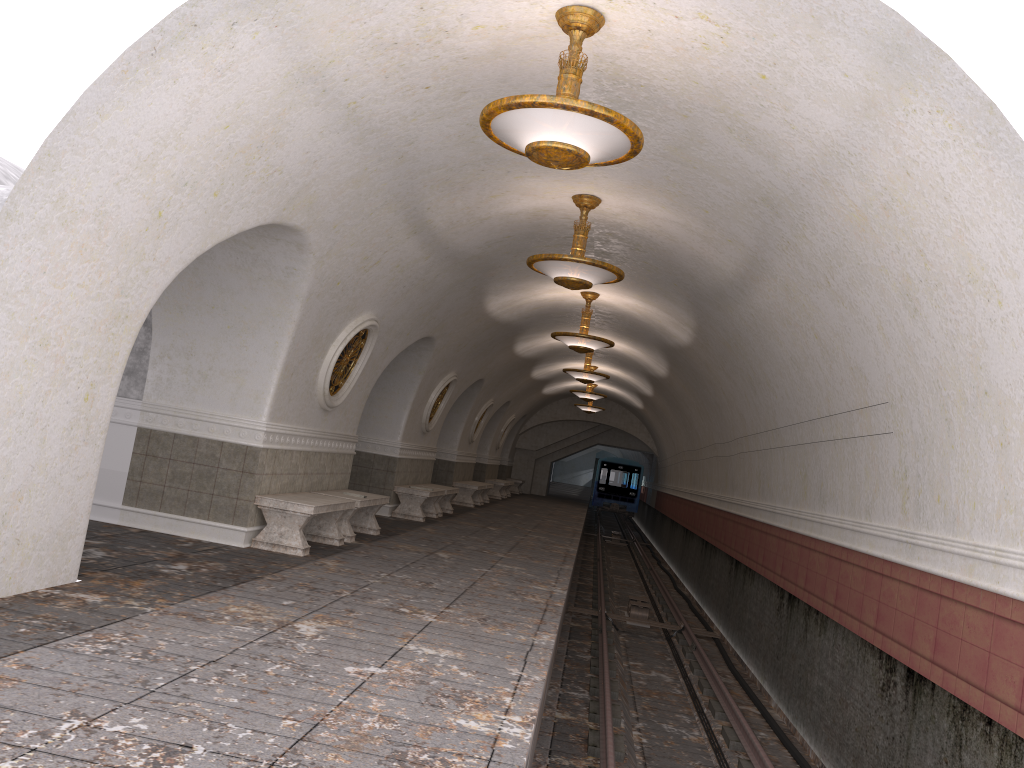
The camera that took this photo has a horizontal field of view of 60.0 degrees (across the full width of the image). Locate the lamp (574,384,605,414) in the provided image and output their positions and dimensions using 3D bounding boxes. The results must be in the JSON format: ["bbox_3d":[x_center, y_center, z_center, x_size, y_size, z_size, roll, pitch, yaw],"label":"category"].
[{"bbox_3d":[2.511,0.482,28.211,1.008,0.955,1.008,13,-6,-38],"label":"lamp"}]

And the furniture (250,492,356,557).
[{"bbox_3d":[-2.182,1.457,9.352,0.613,0.508,1.509,9,-5,6],"label":"furniture"}]

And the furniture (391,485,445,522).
[{"bbox_3d":[-1.616,2.048,15.305,0.613,0.508,1.509,9,-5,6],"label":"furniture"}]

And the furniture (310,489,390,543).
[{"bbox_3d":[-2.024,1.622,11.018,0.613,0.508,1.509,9,-5,6],"label":"furniture"}]

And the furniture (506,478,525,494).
[{"bbox_3d":[0.109,3.847,33.420,0.613,0.508,1.509,9,-5,6],"label":"furniture"}]

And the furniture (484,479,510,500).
[{"bbox_3d":[-0.485,3.227,27.176,0.613,0.508,1.509,9,-5,6],"label":"furniture"}]

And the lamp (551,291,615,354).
[{"bbox_3d":[1.145,-0.943,13.858,1.008,0.955,1.008,10,-5,-10],"label":"lamp"}]

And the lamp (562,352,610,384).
[{"bbox_3d":[1.600,-0.468,18.643,1.008,0.955,1.008,8,-5,22],"label":"lamp"}]

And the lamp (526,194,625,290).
[{"bbox_3d":[0.686,-1.422,9.041,1.008,0.955,1.008,10,-5,-10],"label":"lamp"}]

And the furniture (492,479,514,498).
[{"bbox_3d":[-0.327,3.393,28.842,0.613,0.508,1.509,9,-5,6],"label":"furniture"}]

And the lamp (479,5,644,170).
[{"bbox_3d":[0.342,-1.781,5.421,1.008,0.955,1.008,13,-6,-38],"label":"lamp"}]

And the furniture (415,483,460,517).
[{"bbox_3d":[-1.457,2.214,16.971,0.613,0.508,1.509,9,-5,6],"label":"furniture"}]

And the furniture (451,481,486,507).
[{"bbox_3d":[-1.048,2.641,21.270,0.613,0.508,1.509,9,-5,6],"label":"furniture"}]

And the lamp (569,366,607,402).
[{"bbox_3d":[2.055,0.007,23.426,1.008,0.955,1.008,8,-5,22],"label":"lamp"}]

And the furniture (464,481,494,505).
[{"bbox_3d":[-0.889,2.806,22.935,0.613,0.508,1.509,9,-5,6],"label":"furniture"}]
